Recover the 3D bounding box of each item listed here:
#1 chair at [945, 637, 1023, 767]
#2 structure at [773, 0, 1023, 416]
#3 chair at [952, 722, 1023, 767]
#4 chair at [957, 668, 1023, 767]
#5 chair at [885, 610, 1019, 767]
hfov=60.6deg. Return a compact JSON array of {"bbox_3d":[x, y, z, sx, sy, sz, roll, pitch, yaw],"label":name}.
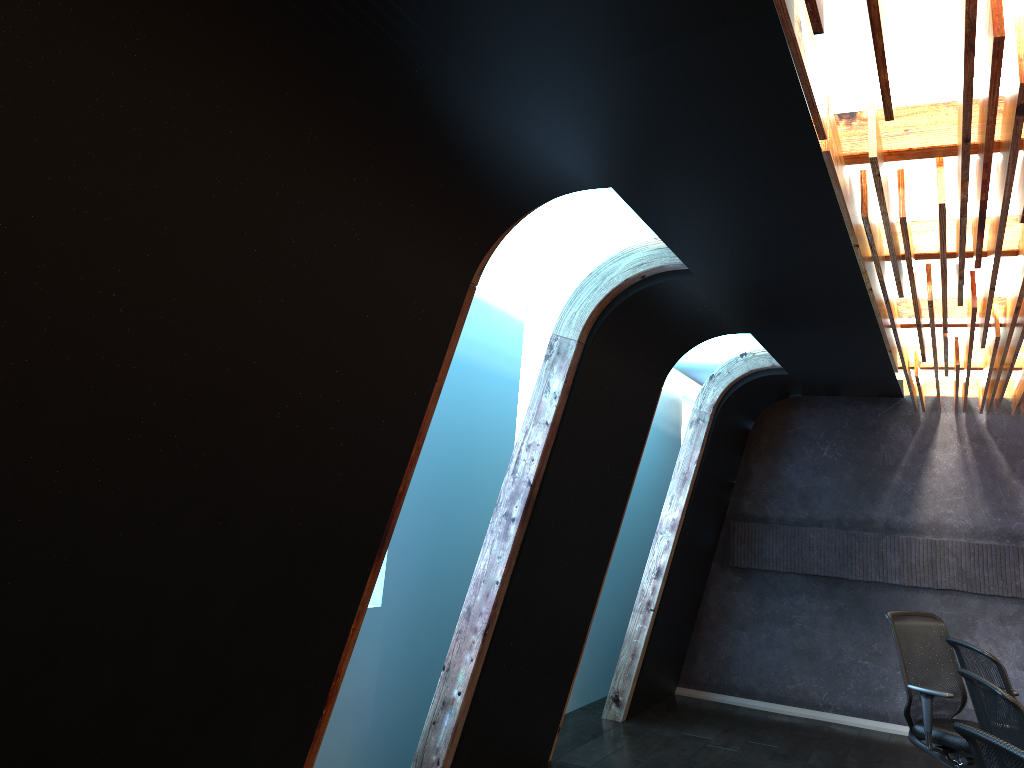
[{"bbox_3d":[2.638,1.953,4.268,0.797,1.273,0.789,3,-13,6],"label":"chair"},{"bbox_3d":[3.386,0.692,2.437,4.522,3.075,11.184,0,-10,26],"label":"structure"},{"bbox_3d":[1.580,1.552,2.067,0.796,1.273,0.790,5,-13,1],"label":"chair"},{"bbox_3d":[2.100,1.743,3.106,0.797,1.273,0.789,2,-14,11],"label":"chair"},{"bbox_3d":[2.917,2.170,5.649,0.807,1.273,0.779,12,-15,-28],"label":"chair"}]
